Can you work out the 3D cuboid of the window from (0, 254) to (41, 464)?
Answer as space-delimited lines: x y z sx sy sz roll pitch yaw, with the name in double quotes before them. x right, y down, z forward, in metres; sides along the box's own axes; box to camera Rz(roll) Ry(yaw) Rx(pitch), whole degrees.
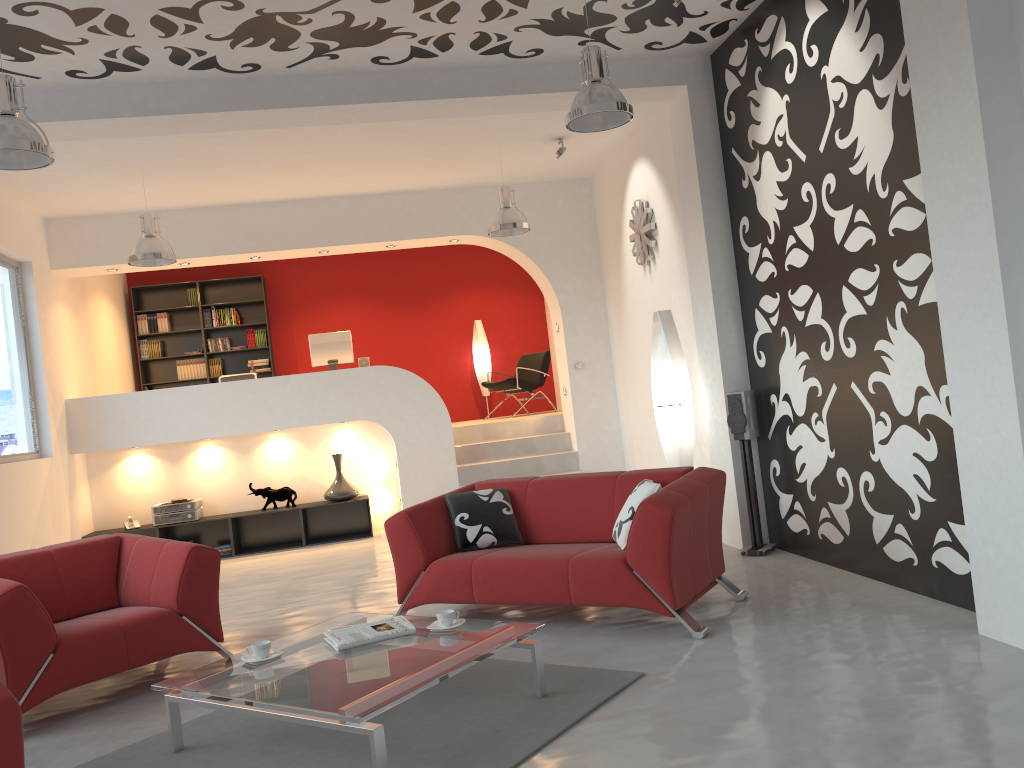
"window" -4.229 -0.251 6.885 0.100 1.800 2.400 -7 -1 -10

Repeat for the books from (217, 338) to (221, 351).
"books" -3.828 -0.506 11.627 0.031 0.190 0.135 -7 -1 -10

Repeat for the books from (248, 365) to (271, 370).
"books" -3.320 -0.212 11.668 0.260 0.040 0.200 -7 -1 -10

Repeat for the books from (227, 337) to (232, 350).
"books" -3.711 -0.520 11.647 0.031 0.190 0.135 -7 -1 -10

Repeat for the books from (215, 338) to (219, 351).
"books" -3.858 -0.503 11.622 0.031 0.190 0.135 -7 -1 -10

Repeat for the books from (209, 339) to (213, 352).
"books" -3.931 -0.495 11.609 0.031 0.190 0.135 -7 -1 -10

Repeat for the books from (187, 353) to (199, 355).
"books" -4.154 -0.381 11.567 0.190 0.015 0.135 -7 -1 -10

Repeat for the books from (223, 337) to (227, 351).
"books" -3.755 -0.515 11.640 0.031 0.190 0.135 -7 -1 -10

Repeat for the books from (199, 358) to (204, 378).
"books" -4.030 -0.201 11.561 0.040 0.260 0.200 -7 -1 -10

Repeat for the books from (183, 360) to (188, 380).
"books" -4.229 -0.178 11.526 0.040 0.260 0.200 -7 -1 -10

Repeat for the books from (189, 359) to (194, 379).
"books" -4.150 -0.187 11.540 0.040 0.260 0.200 -7 -1 -10

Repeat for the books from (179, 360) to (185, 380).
"books" -4.268 -0.173 11.520 0.040 0.260 0.200 -7 -1 -10

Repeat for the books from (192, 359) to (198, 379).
"books" -4.110 -0.191 11.547 0.040 0.260 0.200 -7 -1 -10

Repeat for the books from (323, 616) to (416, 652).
"books" -0.624 1.084 3.870 0.367 0.035 0.345 -6 -1 -20

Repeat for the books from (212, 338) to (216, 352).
"books" -3.887 -0.500 11.616 0.031 0.190 0.135 -7 -1 -10

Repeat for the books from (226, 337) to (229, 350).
"books" -3.726 -0.518 11.645 0.031 0.190 0.135 -7 -1 -10

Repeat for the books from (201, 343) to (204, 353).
"books" -4.035 -0.481 11.590 0.063 0.187 0.135 -7 -1 -10

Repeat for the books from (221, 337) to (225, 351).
"books" -3.784 -0.511 11.634 0.031 0.190 0.135 -7 -1 -10

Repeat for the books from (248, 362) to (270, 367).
"books" -3.329 -0.251 11.666 0.260 0.040 0.200 -7 -1 -10

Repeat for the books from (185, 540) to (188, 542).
"books" -3.247 1.668 8.881 0.031 0.190 0.135 -7 -1 -10

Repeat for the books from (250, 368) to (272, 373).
"books" -3.298 -0.174 11.673 0.260 0.040 0.200 -7 -1 -8

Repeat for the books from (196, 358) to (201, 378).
"books" -4.070 -0.196 11.554 0.040 0.260 0.200 -7 -1 -10

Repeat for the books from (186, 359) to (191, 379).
"books" -4.189 -0.182 11.533 0.040 0.260 0.200 -7 -1 -10

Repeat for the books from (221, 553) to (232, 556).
"books" -2.924 1.720 8.985 0.190 0.015 0.135 -6 -1 -15

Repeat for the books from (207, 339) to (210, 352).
"books" -3.961 -0.491 11.603 0.031 0.190 0.135 -7 -1 -10

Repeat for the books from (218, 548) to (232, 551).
"books" -2.928 1.675 8.986 0.190 0.015 0.135 -7 -1 -10

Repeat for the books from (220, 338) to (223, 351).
"books" -3.799 -0.510 11.632 0.031 0.190 0.135 -7 -1 -10

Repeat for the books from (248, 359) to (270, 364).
"books" -3.323 -0.293 11.660 0.260 0.040 0.200 -7 -1 -10

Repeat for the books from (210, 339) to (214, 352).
"books" -3.916 -0.496 11.611 0.031 0.190 0.135 -7 -1 -10

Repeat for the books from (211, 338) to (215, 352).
"books" -3.902 -0.498 11.614 0.031 0.190 0.135 -7 -1 -10

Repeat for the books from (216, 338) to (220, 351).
"books" -3.843 -0.505 11.624 0.031 0.190 0.135 -7 -1 -10

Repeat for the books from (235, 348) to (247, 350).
"books" -3.576 -0.447 11.668 0.190 0.015 0.135 -6 -1 -15

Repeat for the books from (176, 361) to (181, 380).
"books" -4.308 -0.169 11.513 0.040 0.260 0.200 -7 -1 -10

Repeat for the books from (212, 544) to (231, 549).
"books" -2.945 1.647 8.984 0.190 0.015 0.135 -6 -1 -15

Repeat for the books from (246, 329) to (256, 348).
"books" -3.431 -0.585 11.690 0.090 0.256 0.181 -7 -1 -10

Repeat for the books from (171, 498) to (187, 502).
"books" -3.354 1.170 8.935 0.135 0.015 0.190 -6 -1 -25

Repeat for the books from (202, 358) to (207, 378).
"books" -3.991 -0.205 11.568 0.040 0.260 0.200 -7 -1 -10

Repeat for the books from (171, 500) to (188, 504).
"books" -3.347 1.184 8.926 0.135 0.015 0.190 -6 -1 -30

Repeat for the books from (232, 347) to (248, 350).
"books" -3.572 -0.463 11.669 0.190 0.015 0.135 -7 -1 -10

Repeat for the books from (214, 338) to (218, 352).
"books" -3.872 -0.501 11.619 0.031 0.190 0.135 -7 -1 -10

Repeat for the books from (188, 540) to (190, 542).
"books" -3.217 1.665 8.886 0.031 0.190 0.135 -7 -1 -10

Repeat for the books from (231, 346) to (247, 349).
"books" -3.584 -0.477 11.668 0.190 0.015 0.135 -7 -1 -5

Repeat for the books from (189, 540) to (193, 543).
"books" -3.203 1.663 8.888 0.031 0.190 0.135 -7 -1 -10

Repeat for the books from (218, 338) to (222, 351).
"books" -3.814 -0.508 11.629 0.031 0.190 0.135 -7 -1 -10

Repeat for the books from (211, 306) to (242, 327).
"books" -3.737 -0.884 11.624 0.341 0.286 0.231 -7 -1 -10

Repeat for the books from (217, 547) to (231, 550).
"books" -2.932 1.660 8.978 0.190 0.015 0.135 -7 -1 -10

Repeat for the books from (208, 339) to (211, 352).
"books" -3.946 -0.493 11.606 0.031 0.190 0.135 -7 -1 -10

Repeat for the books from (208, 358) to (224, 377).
"books" -3.868 -0.209 11.601 0.146 0.240 0.170 -7 -1 -10

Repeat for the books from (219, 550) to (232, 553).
"books" -2.932 1.690 8.985 0.190 0.015 0.135 -7 -1 -5

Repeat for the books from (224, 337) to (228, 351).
"books" -3.740 -0.517 11.642 0.031 0.190 0.135 -7 -1 -10

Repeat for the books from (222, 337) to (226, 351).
"books" -3.770 -0.513 11.637 0.031 0.190 0.135 -7 -1 -10

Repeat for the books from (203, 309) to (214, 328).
"books" -3.970 -0.842 11.606 0.090 0.256 0.181 -7 -1 -10

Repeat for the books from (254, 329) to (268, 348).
"books" -3.312 -0.591 11.709 0.146 0.240 0.170 -7 -1 -10

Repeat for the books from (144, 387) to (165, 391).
"books" -4.534 0.163 11.451 0.341 0.286 0.231 -7 -1 -10

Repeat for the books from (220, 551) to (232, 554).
"books" -2.920 1.704 8.986 0.190 0.015 0.135 -7 -1 -10

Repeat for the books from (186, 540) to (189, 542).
"books" -3.232 1.666 8.883 0.031 0.190 0.135 -7 -1 -10
